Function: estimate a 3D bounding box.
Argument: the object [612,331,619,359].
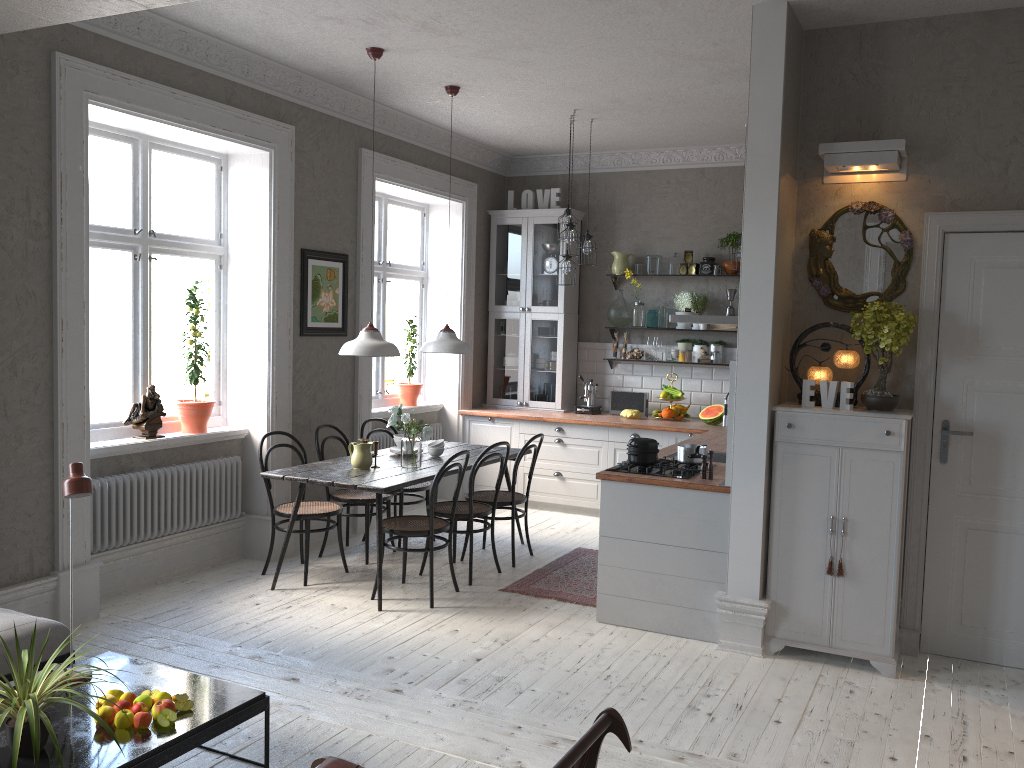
[{"bbox_3d":[0.982,-0.371,8.399,0.053,0.264,0.061,1,4,-3],"label":"object"}]

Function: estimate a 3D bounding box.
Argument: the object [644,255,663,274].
[{"bbox_3d":[1.305,-1.090,8.171,0.175,0.184,0.169,0,4,-25],"label":"object"}]

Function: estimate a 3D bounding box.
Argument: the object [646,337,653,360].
[{"bbox_3d":[1.287,-0.331,8.255,0.081,0.217,0.082,2,4,12],"label":"object"}]

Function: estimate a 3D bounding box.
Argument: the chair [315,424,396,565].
[{"bbox_3d":[-1.113,0.760,6.283,0.541,0.920,0.444,3,4,23],"label":"chair"}]

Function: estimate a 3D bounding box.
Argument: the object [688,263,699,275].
[{"bbox_3d":[1.643,-1.033,8.001,0.081,0.113,0.084,4,5,36],"label":"object"}]

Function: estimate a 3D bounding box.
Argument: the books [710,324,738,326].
[{"bbox_3d":[1.925,-0.529,7.934,0.256,0.011,0.161,4,5,32],"label":"books"}]

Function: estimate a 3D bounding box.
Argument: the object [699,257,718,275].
[{"bbox_3d":[1.776,-1.059,7.992,0.139,0.174,0.144,4,4,26],"label":"object"}]

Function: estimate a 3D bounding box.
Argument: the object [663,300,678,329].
[{"bbox_3d":[1.476,-0.644,8.237,0.129,0.264,0.134,4,5,31],"label":"object"}]

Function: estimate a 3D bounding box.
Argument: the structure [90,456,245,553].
[{"bbox_3d":[-2.133,0.722,5.497,0.146,0.428,1.242,3,4,25],"label":"structure"}]

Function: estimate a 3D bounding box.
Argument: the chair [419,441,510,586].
[{"bbox_3d":[-0.303,0.814,5.859,0.538,0.920,0.446,4,5,33],"label":"chair"}]

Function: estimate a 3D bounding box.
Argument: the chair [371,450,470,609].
[{"bbox_3d":[-0.546,0.840,5.373,0.541,0.920,0.444,3,4,23],"label":"chair"}]

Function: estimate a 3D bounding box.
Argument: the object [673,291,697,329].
[{"bbox_3d":[1.594,-0.679,8.110,0.239,0.354,0.239,5,5,44],"label":"object"}]

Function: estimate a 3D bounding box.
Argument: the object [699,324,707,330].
[{"bbox_3d":[1.714,-0.521,7.931,0.064,0.071,0.104,-1,5,-34],"label":"object"}]

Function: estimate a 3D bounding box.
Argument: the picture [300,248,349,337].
[{"bbox_3d":[-1.364,-0.656,6.475,0.019,0.619,0.530,4,4,27],"label":"picture"}]

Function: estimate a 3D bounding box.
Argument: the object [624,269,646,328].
[{"bbox_3d":[1.130,-0.790,8.163,0.189,0.540,0.284,3,4,18],"label":"object"}]

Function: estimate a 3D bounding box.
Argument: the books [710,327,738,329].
[{"bbox_3d":[1.924,-0.497,7.936,0.256,0.011,0.161,4,5,32],"label":"books"}]

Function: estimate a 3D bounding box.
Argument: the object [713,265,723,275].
[{"bbox_3d":[1.828,-1.009,7.859,0.092,0.096,0.076,4,4,26],"label":"object"}]

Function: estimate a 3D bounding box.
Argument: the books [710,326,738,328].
[{"bbox_3d":[1.924,-0.508,7.935,0.255,0.016,0.161,5,5,38],"label":"books"}]

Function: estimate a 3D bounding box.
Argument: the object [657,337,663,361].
[{"bbox_3d":[1.362,-0.326,8.215,0.081,0.217,0.082,2,4,12],"label":"object"}]

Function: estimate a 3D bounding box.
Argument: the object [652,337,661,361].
[{"bbox_3d":[1.323,-0.322,8.132,0.081,0.217,0.082,2,4,12],"label":"object"}]

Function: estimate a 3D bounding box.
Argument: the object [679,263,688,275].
[{"bbox_3d":[1.567,-1.038,8.041,0.081,0.113,0.084,4,4,26],"label":"object"}]

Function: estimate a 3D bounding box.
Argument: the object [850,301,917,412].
[{"bbox_3d":[1.880,-0.142,4.465,0.347,0.553,0.292,-1,4,-30],"label":"object"}]

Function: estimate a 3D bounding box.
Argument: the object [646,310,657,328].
[{"bbox_3d":[1.316,-0.605,8.246,0.124,0.172,0.128,4,4,30],"label":"object"}]

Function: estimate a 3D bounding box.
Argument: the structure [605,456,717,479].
[{"bbox_3d":[0.886,0.477,5.214,0.488,0.031,0.616,4,4,26],"label":"structure"}]

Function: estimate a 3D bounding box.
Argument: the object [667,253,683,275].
[{"bbox_3d":[1.508,-1.102,8.180,0.141,0.220,0.138,1,4,-14],"label":"object"}]

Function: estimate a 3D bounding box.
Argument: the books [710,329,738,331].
[{"bbox_3d":[1.924,-0.485,7.937,0.256,0.011,0.160,4,4,29],"label":"books"}]

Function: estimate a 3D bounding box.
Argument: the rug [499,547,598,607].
[{"bbox_3d":[0.528,1.282,5.976,0.724,0.014,1.310,4,4,27],"label":"rug"}]

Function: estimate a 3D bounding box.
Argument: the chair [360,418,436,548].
[{"bbox_3d":[-0.873,0.738,6.716,0.538,0.920,0.447,5,5,38],"label":"chair"}]

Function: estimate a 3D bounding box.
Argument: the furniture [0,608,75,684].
[{"bbox_3d":[-2.200,1.147,3.297,0.574,0.476,0.841,4,4,26],"label":"furniture"}]

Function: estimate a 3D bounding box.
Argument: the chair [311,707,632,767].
[{"bbox_3d":[-0.262,1.164,2.220,1.000,0.721,0.516,4,4,26],"label":"chair"}]

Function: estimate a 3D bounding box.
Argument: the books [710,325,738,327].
[{"bbox_3d":[1.925,-0.518,7.934,0.256,0.016,0.161,4,5,35],"label":"books"}]

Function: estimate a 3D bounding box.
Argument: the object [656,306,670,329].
[{"bbox_3d":[1.385,-0.610,8.112,0.127,0.206,0.122,-2,5,-41],"label":"object"}]

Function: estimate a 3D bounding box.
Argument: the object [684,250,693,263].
[{"bbox_3d":[1.594,-1.147,8.008,0.082,0.113,0.083,2,4,6],"label":"object"}]

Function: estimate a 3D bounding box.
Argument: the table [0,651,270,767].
[{"bbox_3d":[-1.577,1.294,2.866,0.835,0.303,1.332,4,4,26],"label":"table"}]

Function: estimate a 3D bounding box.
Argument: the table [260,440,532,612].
[{"bbox_3d":[-0.696,0.881,6.067,0.890,0.735,1.952,4,4,27],"label":"table"}]

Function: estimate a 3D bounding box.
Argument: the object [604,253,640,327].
[{"bbox_3d":[0.997,-0.870,8.272,0.335,0.674,0.336,1,4,-5],"label":"object"}]

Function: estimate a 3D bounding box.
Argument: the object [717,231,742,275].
[{"bbox_3d":[1.964,-1.155,7.844,0.246,0.397,0.255,-2,5,-39],"label":"object"}]

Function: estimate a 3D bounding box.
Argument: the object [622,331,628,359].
[{"bbox_3d":[1.068,-0.365,8.340,0.062,0.264,0.052,0,4,-28],"label":"object"}]

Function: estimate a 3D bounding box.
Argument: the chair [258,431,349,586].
[{"bbox_3d":[-1.366,0.787,5.779,0.538,0.920,0.446,4,5,33],"label":"chair"}]

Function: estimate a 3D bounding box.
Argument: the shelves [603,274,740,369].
[{"bbox_3d":[1.504,-0.533,8.127,1.295,0.923,0.232,4,4,25],"label":"shelves"}]

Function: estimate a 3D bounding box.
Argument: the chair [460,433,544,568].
[{"bbox_3d":[-0.064,0.792,6.289,0.541,0.920,0.444,3,4,23],"label":"chair"}]

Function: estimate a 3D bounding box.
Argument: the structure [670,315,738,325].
[{"bbox_3d":[1.545,-1.200,5.987,0.701,1.595,0.724,3,4,26],"label":"structure"}]

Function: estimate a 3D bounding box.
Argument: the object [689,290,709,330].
[{"bbox_3d":[1.689,-0.681,8.006,0.186,0.380,0.168,1,4,-13],"label":"object"}]

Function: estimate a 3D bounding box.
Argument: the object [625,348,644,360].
[{"bbox_3d":[1.147,-0.283,8.279,0.176,0.111,0.096,2,4,3],"label":"object"}]

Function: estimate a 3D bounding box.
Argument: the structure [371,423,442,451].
[{"bbox_3d":[-0.965,0.601,7.792,0.146,0.428,1.242,3,4,25],"label":"structure"}]
